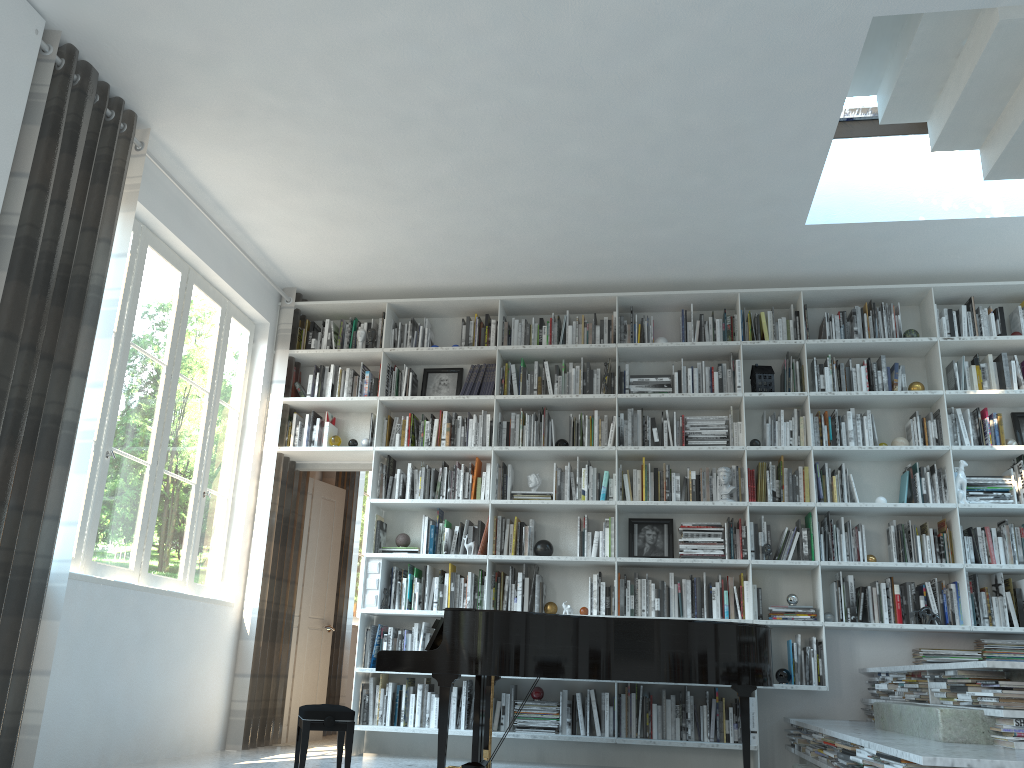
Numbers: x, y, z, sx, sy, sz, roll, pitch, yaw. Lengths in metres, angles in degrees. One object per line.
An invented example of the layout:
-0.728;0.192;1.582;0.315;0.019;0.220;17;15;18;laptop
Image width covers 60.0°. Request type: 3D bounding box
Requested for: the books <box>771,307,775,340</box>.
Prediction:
1.824;-0.372;6.208;0.010;0.296;0.168;-1;-18;9;books

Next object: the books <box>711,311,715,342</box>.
1.418;-0.356;6.260;0.010;0.269;0.180;-1;-18;9;books

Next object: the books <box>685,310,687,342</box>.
1.238;-0.361;6.309;0.011;0.295;0.158;-1;-18;9;books

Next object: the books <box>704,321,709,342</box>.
1.374;-0.321;6.266;0.033;0.202;0.167;-1;-18;9;books

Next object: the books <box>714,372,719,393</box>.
1.410;0.033;6.142;0.029;0.187;0.176;-1;-18;9;books

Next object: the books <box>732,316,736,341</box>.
1.560;-0.337;6.250;0.014;0.238;0.153;-1;-18;9;books

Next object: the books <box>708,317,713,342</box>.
1.403;-0.335;6.272;0.023;0.235;0.154;-1;-18;9;books

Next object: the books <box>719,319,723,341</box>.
1.476;-0.328;6.281;0.026;0.233;0.137;-1;-18;9;books

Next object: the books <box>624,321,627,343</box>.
0.818;-0.320;6.374;0.023;0.227;0.157;-1;-18;9;books

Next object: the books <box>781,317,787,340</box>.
1.888;-0.335;6.179;0.031;0.212;0.170;-1;-18;9;books

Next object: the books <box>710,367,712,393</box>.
1.381;0.017;6.163;0.010;0.229;0.153;-1;-18;9;books

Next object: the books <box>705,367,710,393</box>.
1.352;0.017;6.155;0.023;0.222;0.191;-1;-18;9;books

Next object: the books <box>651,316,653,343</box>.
1.002;-0.339;6.339;0.011;0.255;0.144;-1;-18;9;books

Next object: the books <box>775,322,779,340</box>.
1.837;-0.317;6.184;0.022;0.179;0.173;-1;-18;9;books

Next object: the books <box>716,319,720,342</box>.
1.444;-0.327;6.239;0.023;0.201;0.194;-1;-18;9;books

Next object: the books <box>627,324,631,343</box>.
0.840;-0.309;6.354;0.026;0.194;0.167;-1;-18;9;books

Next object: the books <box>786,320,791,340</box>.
1.918;-0.324;6.192;0.025;0.203;0.163;-1;-18;9;books

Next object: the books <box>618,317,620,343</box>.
0.776;-0.332;6.386;0.012;0.253;0.161;-1;-18;9;books

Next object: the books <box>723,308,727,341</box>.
1.508;-0.368;6.275;0.012;0.307;0.138;-1;-18;9;books

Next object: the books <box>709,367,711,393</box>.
1.373;0.017;6.178;0.011;0.238;0.140;-1;-18;9;books

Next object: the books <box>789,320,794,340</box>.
1.940;-0.322;6.180;0.022;0.193;0.182;-1;-18;9;books

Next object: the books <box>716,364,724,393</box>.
1.441;0.004;6.146;0.032;0.247;0.174;-1;-18;9;books

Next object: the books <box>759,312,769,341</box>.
1.762;-0.352;6.208;0.054;0.254;0.191;-1;-18;9;books

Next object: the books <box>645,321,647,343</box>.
0.961;-0.321;6.340;0.016;0.218;0.144;-1;-18;9;books

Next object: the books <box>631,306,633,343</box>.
0.864;-0.374;6.385;0.014;0.339;0.145;-1;-18;9;books

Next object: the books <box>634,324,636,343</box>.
0.885;-0.308;6.367;0.011;0.204;0.146;-1;-18;9;books

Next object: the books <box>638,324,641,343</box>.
0.910;-0.308;6.348;0.023;0.195;0.173;-1;-18;9;books

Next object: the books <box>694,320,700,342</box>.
1.306;-0.323;6.280;0.050;0.210;0.173;-1;-18;9;books

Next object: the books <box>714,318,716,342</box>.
1.429;-0.328;6.260;0.012;0.216;0.180;-1;-18;9;books

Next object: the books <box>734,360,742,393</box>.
1.546;-0.009;6.076;0.037;0.236;0.273;-1;-18;9;books

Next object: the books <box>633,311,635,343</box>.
0.875;-0.355;6.371;0.010;0.295;0.153;-1;-18;9;books

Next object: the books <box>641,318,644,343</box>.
0.937;-0.331;6.359;0.014;0.247;0.140;-1;-18;9;books

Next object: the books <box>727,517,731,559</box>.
1.431;1.037;5.850;0.011;0.298;0.130;-1;-18;9;books

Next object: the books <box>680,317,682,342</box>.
1.204;-0.334;6.316;0.012;0.244;0.151;-1;-18;9;books

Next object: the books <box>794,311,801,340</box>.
1.976;-0.355;6.168;0.029;0.252;0.187;-1;-18;9;books

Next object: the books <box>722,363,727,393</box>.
1.473;0.002;6.158;0.029;0.260;0.133;-1;-18;9;books

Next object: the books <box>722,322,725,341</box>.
1.494;-0.316;6.268;0.014;0.203;0.135;-1;-18;9;books

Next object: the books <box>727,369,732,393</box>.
1.499;0.026;6.132;0.029;0.202;0.192;-1;-18;9;books

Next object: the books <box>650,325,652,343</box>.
0.992;-0.304;6.337;0.010;0.186;0.153;-1;-18;9;books

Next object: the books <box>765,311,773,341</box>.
1.807;-0.355;6.224;0.030;0.273;0.152;-1;-18;9;books

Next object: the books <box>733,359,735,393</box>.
1.536;-0.013;6.166;0.010;0.298;0.134;-1;-18;9;books

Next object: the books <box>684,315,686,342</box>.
1.228;-0.344;6.314;0.011;0.266;0.129;-1;-18;9;books

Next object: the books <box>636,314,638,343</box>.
0.893;-0.345;6.349;0.011;0.264;0.164;-1;-18;9;books

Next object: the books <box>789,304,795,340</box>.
1.963;-0.381;6.214;0.012;0.328;0.129;-1;-18;9;books

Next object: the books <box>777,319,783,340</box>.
1.861;-0.328;6.185;0.024;0.201;0.181;-1;-18;9;books

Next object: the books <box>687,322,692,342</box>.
1.259;-0.316;6.304;0.031;0.208;0.147;-1;-18;9;books

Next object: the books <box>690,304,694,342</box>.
1.278;-0.382;6.298;0.010;0.330;0.187;-1;-18;9;books

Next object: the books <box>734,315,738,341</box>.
1.579;-0.344;6.257;0.022;0.256;0.137;-1;-18;9;books

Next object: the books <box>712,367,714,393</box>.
1.392;0.015;6.156;0.012;0.229;0.159;-1;-18;9;books

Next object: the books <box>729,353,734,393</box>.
1.523;-0.034;6.156;0.012;0.333;0.156;-1;-18;9;books

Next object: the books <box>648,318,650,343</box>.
0.984;-0.331;6.358;0.013;0.248;0.148;-1;-18;9;books

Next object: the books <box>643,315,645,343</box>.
0.949;-0.341;6.353;0.013;0.263;0.147;-1;-18;9;books

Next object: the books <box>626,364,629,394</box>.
0.813;0.009;6.240;0.021;0.248;0.192;-1;-18;9;books

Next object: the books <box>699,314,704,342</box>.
1.348;-0.346;6.299;0.028;0.269;0.140;-1;-18;9;books

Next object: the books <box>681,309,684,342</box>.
1.214;-0.361;6.304;0.014;0.291;0.176;-1;-18;9;books

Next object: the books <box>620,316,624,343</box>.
0.792;-0.338;6.364;0.026;0.252;0.186;-1;-18;9;books

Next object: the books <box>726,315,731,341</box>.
1.525;-0.340;6.255;0.028;0.243;0.161;-1;-18;9;books

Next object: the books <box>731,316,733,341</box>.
1.547;-0.337;6.262;0.014;0.243;0.145;-1;-18;9;books
